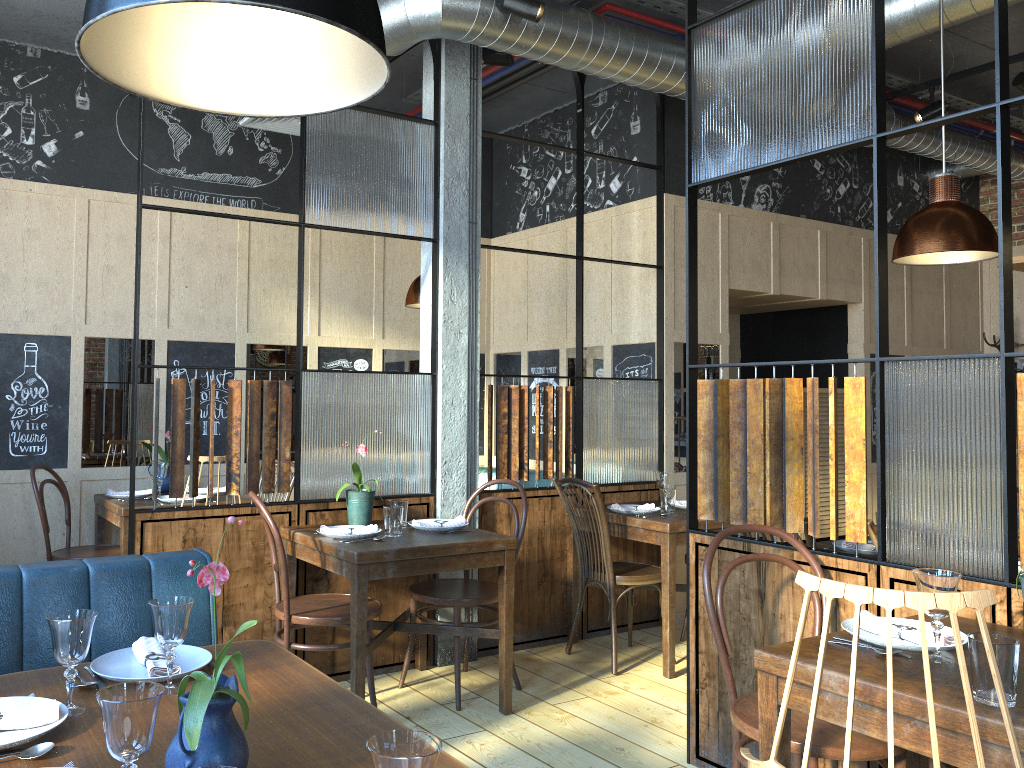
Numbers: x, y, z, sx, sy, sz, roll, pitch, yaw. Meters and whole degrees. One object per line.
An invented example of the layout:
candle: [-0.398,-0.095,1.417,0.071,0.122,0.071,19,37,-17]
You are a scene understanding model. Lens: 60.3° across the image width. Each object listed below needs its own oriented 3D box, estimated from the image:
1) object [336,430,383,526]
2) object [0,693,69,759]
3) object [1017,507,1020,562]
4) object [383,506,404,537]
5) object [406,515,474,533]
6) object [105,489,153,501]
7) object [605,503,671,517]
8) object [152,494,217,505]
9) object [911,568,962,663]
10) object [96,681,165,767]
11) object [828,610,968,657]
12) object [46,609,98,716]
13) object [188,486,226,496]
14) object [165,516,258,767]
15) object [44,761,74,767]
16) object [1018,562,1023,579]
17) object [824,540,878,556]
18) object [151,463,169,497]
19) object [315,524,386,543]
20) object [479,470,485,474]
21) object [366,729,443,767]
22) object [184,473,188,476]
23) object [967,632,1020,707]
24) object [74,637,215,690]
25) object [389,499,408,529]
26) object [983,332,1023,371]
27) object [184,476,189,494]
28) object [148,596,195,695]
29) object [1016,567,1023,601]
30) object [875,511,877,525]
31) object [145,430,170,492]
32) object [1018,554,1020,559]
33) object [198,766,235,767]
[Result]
object: [-0.689,0.424,3.985,0.153,0.427,0.194,-1,-3,27]
object: [-0.966,0.629,1.636,0.258,0.051,0.338,1,-1,-31]
object: [1.852,0.547,3.195,0.101,0.192,0.096,0,-2,13]
object: [-0.494,0.571,3.667,0.087,0.120,0.081,-1,-2,25]
object: [-0.334,0.612,3.907,0.258,0.051,0.338,1,-1,-31]
object: [-2.162,0.618,5.000,0.257,0.051,0.339,1,-1,-36]
object: [0.634,0.632,4.498,0.258,0.051,0.338,1,-1,-31]
object: [-1.789,0.618,4.832,0.312,0.051,0.280,1,-1,-30]
object: [0.944,0.515,1.958,0.101,0.192,0.096,0,-2,13]
object: [-0.571,0.555,1.315,0.098,0.192,0.099,0,-2,-5]
object: [0.921,0.588,2.099,0.312,0.051,0.280,1,-1,-30]
object: [-0.888,0.561,1.773,0.098,0.192,0.099,0,-2,-5]
object: [-1.794,0.626,5.234,0.258,0.051,0.338,1,-1,-31]
object: [-0.477,0.439,1.400,0.133,0.432,0.223,1,-2,-16]
object: [-0.717,0.624,1.297,0.258,0.051,0.338,1,-1,-31]
object: [1.700,0.611,2.927,0.258,0.051,0.338,1,-1,-31]
object: [1.384,0.617,3.358,0.258,0.051,0.338,1,-1,-31]
object: [-2.016,0.550,5.049,0.102,0.192,0.094,-1,-3,27]
object: [-0.665,0.604,3.642,0.258,0.051,0.338,1,-1,-31]
object: [-0.242,0.570,5.105,0.133,0.432,0.223,1,-2,-16]
object: [-0.138,0.555,1.124,0.098,0.192,0.099,0,-2,-5]
object: [-1.960,0.589,5.213,0.080,0.120,0.088,2,-3,-44]
object: [0.918,0.545,1.679,0.080,0.120,0.088,2,-3,-44]
object: [-0.847,0.638,2.032,0.312,0.051,0.280,1,-1,-30]
object: [-0.501,0.576,3.901,0.087,0.120,0.081,-1,-2,25]
object: [3.700,0.455,6.648,0.354,1.991,0.351,1,-3,-12]
object: [-1.877,0.586,5.008,0.080,0.120,0.088,2,-3,-44]
object: [-0.738,0.565,1.904,0.098,0.192,0.099,0,-2,-5]
object: [1.285,0.403,2.073,0.139,0.427,0.208,0,-2,-1]
object: [1.542,0.588,3.624,0.088,0.120,0.080,-1,-2,32]
object: [-2.099,0.435,5.316,0.208,0.432,0.142,2,-3,-38]
object: [2.004,0.619,3.188,0.258,0.051,0.338,1,-1,-31]
object: [-0.347,0.551,1.002,0.098,0.192,0.099,0,-2,-5]
